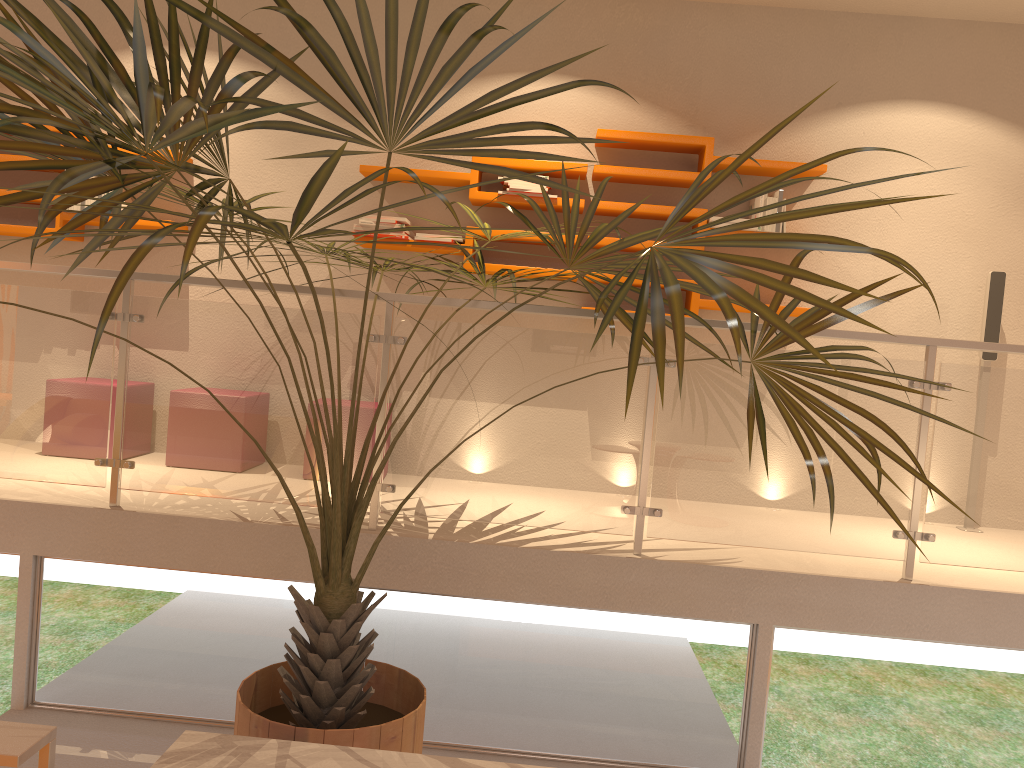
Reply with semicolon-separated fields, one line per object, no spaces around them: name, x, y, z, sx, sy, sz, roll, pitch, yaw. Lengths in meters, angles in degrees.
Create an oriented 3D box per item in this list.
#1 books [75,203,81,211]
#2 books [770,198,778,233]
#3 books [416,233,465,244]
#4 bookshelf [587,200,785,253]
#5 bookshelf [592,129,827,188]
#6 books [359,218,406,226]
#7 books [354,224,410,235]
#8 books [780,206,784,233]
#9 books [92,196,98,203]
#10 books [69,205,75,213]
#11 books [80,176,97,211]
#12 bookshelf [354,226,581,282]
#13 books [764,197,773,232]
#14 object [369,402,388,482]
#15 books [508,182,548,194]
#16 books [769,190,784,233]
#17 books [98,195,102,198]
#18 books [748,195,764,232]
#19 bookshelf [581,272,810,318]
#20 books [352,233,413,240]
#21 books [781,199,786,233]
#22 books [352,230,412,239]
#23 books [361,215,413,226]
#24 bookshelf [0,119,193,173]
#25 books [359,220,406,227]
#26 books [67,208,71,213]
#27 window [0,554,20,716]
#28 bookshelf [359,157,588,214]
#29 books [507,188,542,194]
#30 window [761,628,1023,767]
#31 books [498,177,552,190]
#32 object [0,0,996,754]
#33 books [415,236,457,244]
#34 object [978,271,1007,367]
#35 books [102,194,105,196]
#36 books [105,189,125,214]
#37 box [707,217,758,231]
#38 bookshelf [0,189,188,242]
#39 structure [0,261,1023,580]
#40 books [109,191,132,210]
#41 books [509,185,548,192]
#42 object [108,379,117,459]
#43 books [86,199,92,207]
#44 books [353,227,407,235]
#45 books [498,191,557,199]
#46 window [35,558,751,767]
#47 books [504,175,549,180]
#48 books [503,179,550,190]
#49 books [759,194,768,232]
books;-2.210;-0.965;4.648;0.027;0.169;0.230;5;3;2
books;1.304;-0.843;4.511;0.027;0.169;0.230;5;3;2
books;-0.362;-0.744;4.560;0.230;0.017;0.226;5;3;2
bookshelf;0.965;-0.769;4.543;1.150;0.220;0.220;5;3;2
bookshelf;0.995;-1.123;4.527;1.150;0.220;0.220;5;3;2
books;-0.657;-0.825;4.573;0.190;0.015;0.254;5;3;9
books;-0.665;-0.793;4.557;0.254;0.015;0.190;5;3;4
books;1.343;-0.833;4.499;0.009;0.156;0.207;5;3;2
books;-2.125;-0.958;4.644;0.027;0.169;0.230;5;3;2
books;-2.238;-0.967;4.640;0.027;0.169;0.230;5;3;2
books;-2.185;-0.983;4.633;0.021;0.210;0.207;5;3;2
bookshelf;-0.226;-0.692;4.594;1.150;0.220;0.220;5;3;2
books;1.276;-0.845;4.504;0.027;0.169;0.230;5;3;2
object;-0.829;0.283;4.534;0.390;0.377;0.390;5;3;-3
books;0.084;-0.994;4.535;0.190;0.015;0.254;5;3;4
books;1.329;-0.861;4.497;0.021;0.210;0.207;5;3;2
books;-2.100;-0.975;4.630;0.021;0.210;0.207;5;3;2
books;1.238;-0.877;4.505;0.017;0.227;0.230;5;3;2
bookshelf;0.935;-0.413;4.558;1.150;0.220;0.220;5;3;2
books;-0.662;-0.752;4.562;0.297;0.013;0.210;5;3;2
books;1.358;-0.838;4.511;0.023;0.169;0.230;5;3;2
books;-0.665;-0.765;4.562;0.268;0.011;0.190;5;3;4
books;-0.643;-0.840;4.567;0.230;0.017;0.226;5;3;2
bookshelf;-2.284;-1.227;4.655;1.150;0.220;0.220;5;3;2
books;-0.660;-0.809;4.569;0.227;0.017;0.230;5;3;-3
books;-2.258;-0.998;4.648;0.017;0.227;0.230;5;3;2
window;0.158;1.930;2.660;8.922;5.399;0.481;5;3;14
bookshelf;-0.196;-1.047;4.578;1.150;0.220;0.220;5;3;2
books;0.077;-0.966;4.538;0.190;0.011;0.268;5;3;4
window;2.875;2.564;2.591;4.234;4.599;0.993;7;3;34
books;0.069;-1.027;4.539;0.254;0.015;0.190;5;3;9
object;-0.252;0.109;2.608;3.241;2.600;3.098;5;3;10
books;-0.376;-0.729;4.566;0.190;0.015;0.254;5;3;9
object;2.390;0.089;4.500;0.111;1.317;0.116;5;3;9
books;-2.087;-0.948;4.632;0.009;0.156;0.207;5;3;2
books;-2.071;-0.953;4.645;0.023;0.169;0.230;5;3;2
box;1.105;-0.798;4.486;0.232;0.047;0.232;5;3;2
bookshelf;-2.314;-0.871;4.671;1.150;0.220;0.220;5;3;2
structure;-2.981;-0.111;3.504;11.050;0.900;0.195;5;3;2
books;-2.029;-0.940;4.643;0.091;0.150;0.230;5;3;2
books;0.079;-0.979;4.528;0.190;0.015;0.254;5;3;-2
object;-2.125;0.172;4.581;0.390;0.377;0.390;5;3;2
books;-2.153;-0.960;4.637;0.027;0.169;0.230;5;3;2
books;-0.674;-0.779;4.561;0.254;0.015;0.190;5;3;-2
books;0.083;-0.954;4.545;0.297;0.013;0.210;5;3;2
window;1.490;0.844;2.578;6.719;1.393;0.908;6;3;22
books;0.075;-1.043;4.551;0.226;0.017;0.230;5;3;2
books;0.073;-1.011;4.538;0.230;0.017;0.227;5;3;-3
books;1.257;-0.876;4.511;0.017;0.227;0.230;5;3;2
